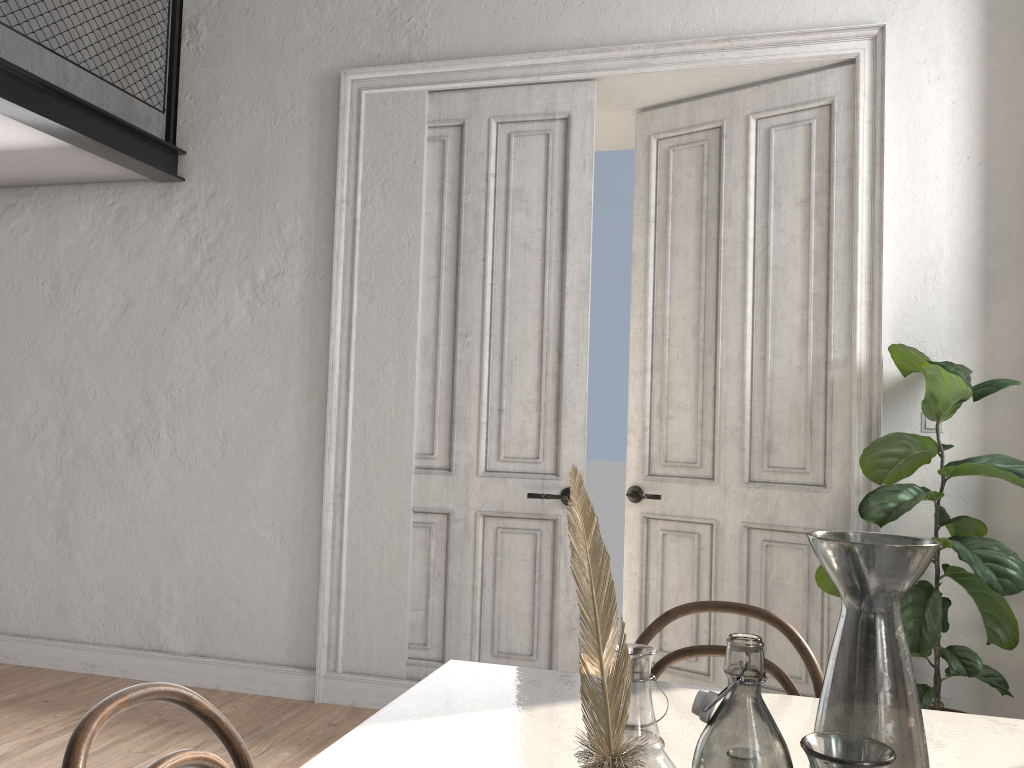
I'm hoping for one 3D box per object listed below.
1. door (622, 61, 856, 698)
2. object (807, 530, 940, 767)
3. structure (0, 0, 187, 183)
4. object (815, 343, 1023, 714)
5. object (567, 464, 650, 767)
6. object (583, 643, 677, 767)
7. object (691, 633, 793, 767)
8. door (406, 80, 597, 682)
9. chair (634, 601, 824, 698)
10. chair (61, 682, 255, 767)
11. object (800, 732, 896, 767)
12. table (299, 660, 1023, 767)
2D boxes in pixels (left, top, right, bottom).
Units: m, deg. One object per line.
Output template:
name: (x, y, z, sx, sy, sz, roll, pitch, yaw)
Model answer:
door: (0.969, 0.087, 3.861, 1.097, 2.813, 0.216, -1, -4, 40)
object: (0.331, 0.334, 0.821, 0.116, 0.382, 0.116, 0, -3, 27)
structure: (-4.392, -1.829, 2.135, 4.157, 1.212, 5.930, 1, -3, 15)
object: (0.577, 0.385, 0.695, 0.792, 1.841, 5.830, 1, -3, 21)
object: (0.067, 0.283, 0.617, 0.157, 0.446, 0.157, 0, -3, 33)
object: (0.142, 0.423, 1.044, 0.132, 0.219, 0.132, 2, -3, 5)
object: (0.196, 0.367, 0.755, 0.086, 0.301, 0.086, 2, -3, 1)
door: (-0.195, 0.058, 4.010, 1.097, 2.813, 0.216, 1, -3, 17)
chair: (0.338, 0.889, 1.554, 0.438, 0.920, 0.549, 1, -3, 24)
chair: (-0.233, 0.841, 1.025, 0.549, 0.920, 0.438, 1, -3, 11)
object: (0.235, 0.385, 0.625, 0.100, 0.255, 0.098, 2, -3, -8)
table: (0.099, 0.897, 0.606, 1.100, 0.779, 2.201, 1, -3, 15)
